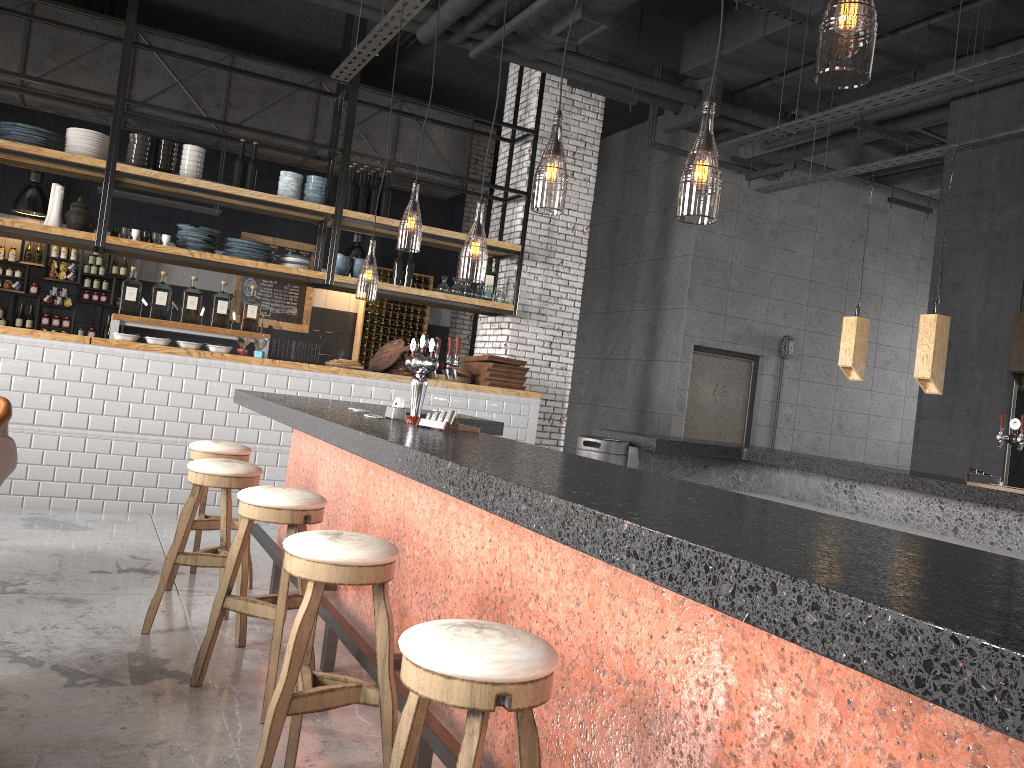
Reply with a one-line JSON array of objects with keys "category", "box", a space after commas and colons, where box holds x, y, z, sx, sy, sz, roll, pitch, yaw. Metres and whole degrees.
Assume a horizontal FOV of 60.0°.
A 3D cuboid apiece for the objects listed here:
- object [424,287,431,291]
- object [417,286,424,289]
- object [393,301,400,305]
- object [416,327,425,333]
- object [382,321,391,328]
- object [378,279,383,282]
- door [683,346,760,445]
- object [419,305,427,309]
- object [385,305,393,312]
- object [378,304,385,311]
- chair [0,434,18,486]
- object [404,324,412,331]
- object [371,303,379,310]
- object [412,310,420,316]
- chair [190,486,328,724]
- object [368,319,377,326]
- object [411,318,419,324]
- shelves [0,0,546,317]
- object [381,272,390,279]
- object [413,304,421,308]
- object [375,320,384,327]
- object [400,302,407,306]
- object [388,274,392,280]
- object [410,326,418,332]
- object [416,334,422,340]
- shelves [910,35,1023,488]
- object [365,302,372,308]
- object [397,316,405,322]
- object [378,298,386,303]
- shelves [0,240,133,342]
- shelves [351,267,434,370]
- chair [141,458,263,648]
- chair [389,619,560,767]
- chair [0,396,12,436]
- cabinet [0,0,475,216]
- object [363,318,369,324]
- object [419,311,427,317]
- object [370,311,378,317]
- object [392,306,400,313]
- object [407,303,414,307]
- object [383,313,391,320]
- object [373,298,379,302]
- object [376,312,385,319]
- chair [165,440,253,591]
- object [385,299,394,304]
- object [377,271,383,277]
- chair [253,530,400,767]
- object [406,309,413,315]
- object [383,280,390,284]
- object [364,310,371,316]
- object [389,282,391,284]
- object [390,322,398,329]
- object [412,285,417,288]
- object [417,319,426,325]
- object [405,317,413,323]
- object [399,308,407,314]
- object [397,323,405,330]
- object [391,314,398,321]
[{"category": "object", "box": [-1.132, -1.242, 11.733, 0.079, 0.079, 0.284, 8, -1, -26]}, {"category": "object", "box": [-1.222, -1.253, 11.705, 0.079, 0.079, 0.284, 8, -1, -26]}, {"category": "object", "box": [-1.505, -1.078, 11.585, 0.079, 0.079, 0.284, 8, -1, -26]}, {"category": "object", "box": [-1.215, -0.722, 11.756, 0.079, 0.079, 0.284, 8, -1, -26]}, {"category": "object", "box": [-1.628, -0.775, 11.535, 0.079, 0.079, 0.284, 8, -1, -26]}, {"category": "object", "box": [-1.723, -1.318, 11.448, 0.079, 0.079, 0.284, 8, -1, -26]}, {"category": "door", "box": [2.404, 0.632, 10.681, 1.119, 2.104, 0.158, 8, -2, -26]}, {"category": "object", "box": [-1.168, -1.034, 11.747, 0.079, 0.079, 0.284, 8, -1, -26]}, {"category": "object", "box": [-1.603, -0.984, 11.541, 0.079, 0.079, 0.284, 8, -1, -26]}, {"category": "object", "box": [-1.694, -0.995, 11.514, 0.079, 0.079, 0.284, 8, -1, -26]}, {"category": "chair", "box": [-2.635, 0.589, 3.877, 0.803, 0.851, 0.770, 7, -1, 24]}, {"category": "object", "box": [-1.367, -0.742, 11.640, 0.079, 0.079, 0.284, 8, -1, -26]}, {"category": "object", "box": [-1.763, -1.005, 11.443, 0.079, 0.079, 0.284, 8, -1, -26]}, {"category": "object", "box": [-1.271, -0.942, 11.718, 0.079, 0.079, 0.284, 8, -1, -26]}, {"category": "chair", "box": [-0.974, 0.796, 3.442, 0.439, 0.806, 0.480, 7, -1, 13]}, {"category": "object", "box": [-1.797, -0.797, 11.454, 0.079, 0.079, 0.284, 8, -1, -26]}, {"category": "object", "box": [-1.285, -0.837, 11.715, 0.079, 0.079, 0.284, 8, -1, -26]}, {"category": "shelves", "box": [-2.435, -2.541, 7.911, 5.671, 3.068, 0.598, 7, -2, -26]}, {"category": "object", "box": [-1.636, -1.412, 11.513, 0.079, 0.079, 0.284, 8, -1, -26]}, {"category": "object", "box": [-1.244, -1.044, 11.689, 0.079, 0.079, 0.284, 8, -1, -26]}, {"category": "object", "box": [-1.704, -0.785, 11.477, 0.079, 0.079, 0.284, 8, -1, -26]}, {"category": "object", "box": [-1.417, -1.066, 11.617, 0.079, 0.079, 0.284, 8, -1, -26]}, {"category": "object", "box": [-1.560, -1.402, 11.572, 0.079, 0.079, 0.284, 8, -1, -26]}, {"category": "object", "box": [-1.291, -0.732, 11.698, 0.079, 0.079, 0.284, 8, -1, -26]}, {"category": "object", "box": [-1.219, -0.617, 11.735, 0.079, 0.079, 0.284, 8, -1, -26]}, {"category": "shelves", "box": [5.316, -0.843, 5.074, 1.002, 4.369, 6.151, 8, -1, -26]}, {"category": "object", "box": [-1.856, -1.016, 11.419, 0.079, 0.079, 0.284, 8, -1, -26]}, {"category": "object", "box": [-1.453, -0.859, 11.634, 0.079, 0.079, 0.284, 8, -1, -26]}, {"category": "object", "box": [-1.683, -1.100, 11.522, 0.079, 0.079, 0.284, 8, -1, -26]}, {"category": "shelves", "box": [-5.268, -0.983, 9.916, 1.759, 1.483, 0.157, 8, -2, -26]}, {"category": "shelves", "box": [-1.616, -0.412, 11.624, 0.888, 2.150, 0.251, 8, -2, -26]}, {"category": "chair", "box": [-1.349, 0.756, 4.081, 0.439, 0.806, 0.480, 6, -2, 38]}, {"category": "chair", "box": [-0.139, 0.915, 1.901, 0.439, 0.806, 0.480, 6, -2, 43]}, {"category": "chair", "box": [-3.098, 0.508, 4.874, 0.681, 0.929, 0.643, 7, -1, -3]}, {"category": "cabinet", "box": [-3.326, -2.796, 10.015, 5.857, 1.769, 0.682, 7, -2, -26]}, {"category": "object", "box": [-1.888, -0.808, 11.427, 0.079, 0.079, 0.284, 8, -1, -26]}, {"category": "object", "box": [-1.177, -0.930, 11.736, 0.079, 0.079, 0.284, 8, -1, -26]}, {"category": "object", "box": [-1.774, -0.900, 11.436, 0.079, 0.079, 0.284, 8, -1, -26]}, {"category": "object", "box": [-1.510, -0.972, 11.565, 0.079, 0.079, 0.284, 8, -1, -26]}, {"category": "object", "box": [-1.336, -1.056, 11.666, 0.079, 0.079, 0.284, 8, -1, -26]}, {"category": "object", "box": [-1.624, -0.880, 11.556, 0.079, 0.079, 0.284, 8, -1, -26]}, {"category": "object", "box": [-1.759, -1.110, 11.463, 0.079, 0.079, 0.284, 8, -1, -26]}, {"category": "object", "box": [-1.700, -0.890, 11.498, 0.079, 0.079, 0.284, 8, -1, -26]}, {"category": "chair", "box": [-1.725, 0.718, 4.963, 0.481, 0.806, 0.438, 6, -2, 33]}, {"category": "object", "box": [-1.580, -1.087, 11.523, 0.079, 0.079, 0.284, 8, -1, -26]}, {"category": "object", "box": [-1.727, -1.424, 11.487, 0.079, 0.079, 0.284, 8, -1, -26]}, {"category": "chair", "box": [-0.585, 0.836, 2.569, 0.481, 0.806, 0.438, 6, -2, 38]}, {"category": "object", "box": [-1.358, -0.952, 11.681, 0.079, 0.079, 0.284, 8, -1, -26]}, {"category": "object", "box": [-1.640, -1.307, 11.493, 0.079, 0.079, 0.284, 8, -1, -26]}, {"category": "object", "box": [-1.865, -0.912, 11.408, 0.079, 0.079, 0.284, 8, -1, -26]}, {"category": "object", "box": [-1.564, -1.297, 11.551, 0.079, 0.079, 0.284, 8, -1, -26]}, {"category": "object", "box": [-1.534, -0.763, 11.555, 0.079, 0.079, 0.284, 8, -1, -26]}, {"category": "object", "box": [-1.311, -1.265, 11.672, 0.079, 0.079, 0.284, 8, -1, -26]}, {"category": "object", "box": [-1.193, -0.826, 11.741, 0.079, 0.079, 0.284, 8, -1, -26]}, {"category": "object", "box": [-1.362, -0.847, 11.660, 0.079, 0.079, 0.284, 8, -1, -26]}, {"category": "object", "box": [-1.434, -0.962, 11.622, 0.079, 0.079, 0.284, 8, -1, -26]}, {"category": "object", "box": [-1.459, -0.754, 11.616, 0.079, 0.079, 0.284, 8, -1, -26]}, {"category": "object", "box": [-1.538, -0.869, 11.593, 0.079, 0.079, 0.284, 8, -1, -26]}]
